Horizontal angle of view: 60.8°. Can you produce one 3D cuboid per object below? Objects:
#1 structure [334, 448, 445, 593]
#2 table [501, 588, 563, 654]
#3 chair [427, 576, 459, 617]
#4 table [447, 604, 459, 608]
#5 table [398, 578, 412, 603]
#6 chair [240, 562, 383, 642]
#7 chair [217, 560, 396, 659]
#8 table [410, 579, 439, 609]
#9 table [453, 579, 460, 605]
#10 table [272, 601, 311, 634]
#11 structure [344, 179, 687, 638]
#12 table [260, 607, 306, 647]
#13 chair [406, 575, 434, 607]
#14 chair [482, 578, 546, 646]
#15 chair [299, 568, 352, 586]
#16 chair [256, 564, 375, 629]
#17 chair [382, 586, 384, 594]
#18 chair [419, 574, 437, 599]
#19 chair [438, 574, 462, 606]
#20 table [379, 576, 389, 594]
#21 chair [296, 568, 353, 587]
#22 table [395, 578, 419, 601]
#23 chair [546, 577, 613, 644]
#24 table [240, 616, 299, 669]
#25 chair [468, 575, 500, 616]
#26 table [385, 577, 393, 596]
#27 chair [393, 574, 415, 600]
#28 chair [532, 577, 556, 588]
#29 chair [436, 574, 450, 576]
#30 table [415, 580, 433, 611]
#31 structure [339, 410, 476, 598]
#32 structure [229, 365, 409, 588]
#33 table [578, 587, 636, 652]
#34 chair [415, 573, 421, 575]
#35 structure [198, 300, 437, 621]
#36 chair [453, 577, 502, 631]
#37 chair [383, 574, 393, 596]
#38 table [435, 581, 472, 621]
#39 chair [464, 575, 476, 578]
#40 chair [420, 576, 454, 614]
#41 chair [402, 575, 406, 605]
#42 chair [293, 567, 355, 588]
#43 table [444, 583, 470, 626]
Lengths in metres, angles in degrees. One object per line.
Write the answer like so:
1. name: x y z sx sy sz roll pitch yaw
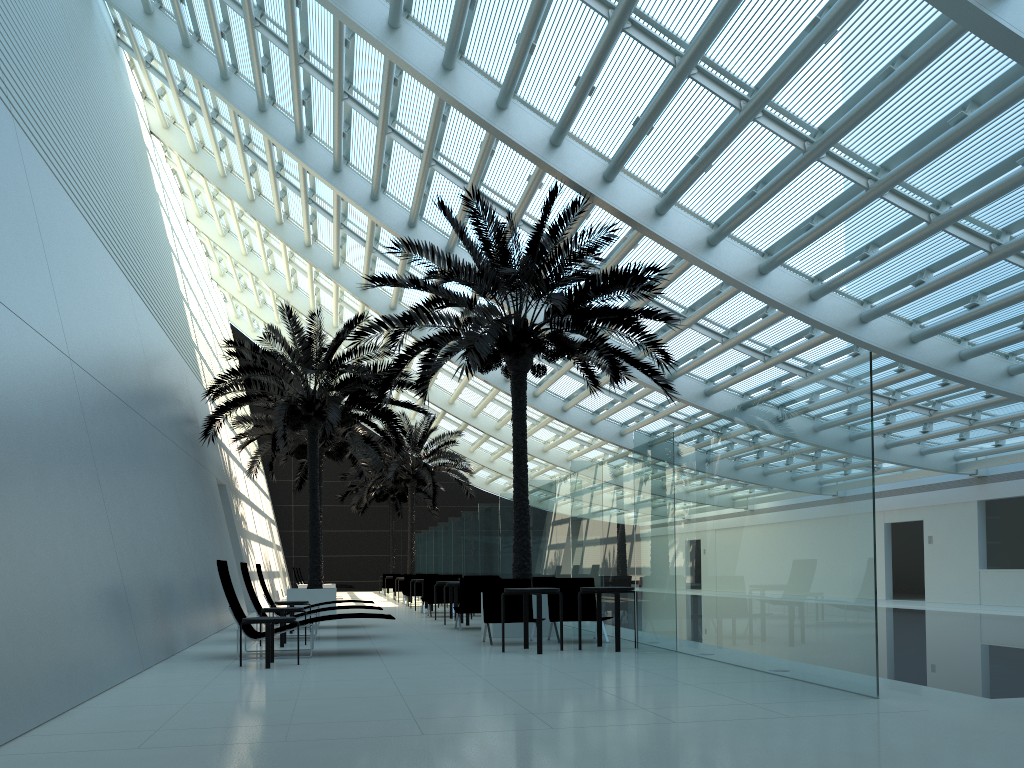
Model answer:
1. structure: -5.404 6.191 40.439 4.472 6.895 4.876 2 -6 -33
2. table: 0.248 2.898 10.704 0.685 0.767 0.687 -5 -8 35
3. chair: -1.447 4.619 18.980 0.716 0.871 0.905 1 -7 -12
4. table: -1.386 5.629 23.465 0.683 0.767 0.689 -4 -7 26
5. table: -3.191 6.482 27.389 0.684 0.767 0.688 -4 -7 31
6. chair: -2.995 3.256 13.153 2.037 1.137 0.939 1 -6 -12
7. chair: -2.473 2.711 10.616 2.037 1.137 0.939 1 -6 -12
8. table: -2.336 5.597 23.270 0.683 0.767 0.689 -4 -7 26
9. table: -1.097 5.318 22.018 0.684 0.767 0.688 -4 -7 31
10. table: -3.652 3.864 14.457 0.557 0.507 0.561 -5 -8 31
11. structure: 0.109 0.409 13.515 4.825 6.897 4.517 -1 -5 7
12. table: -3.131 3.319 11.920 0.557 0.507 0.561 -5 -8 31
13. chair: -2.594 5.818 24.559 0.716 0.871 0.905 1 -7 -12
14. chair: 0.015 3.092 11.868 0.716 0.871 0.905 1 -7 -12
15. chair: -7.455 7.915 34.847 2.037 1.137 0.939 1 -6 -12
16. chair: -3.517 3.801 15.690 2.037 1.137 0.939 1 -6 -12
17. chair: -5.210 8.567 37.358 0.716 0.871 0.905 1 -7 -12
18. chair: -2.812 7.031 30.254 0.716 0.871 0.905 1 -7 -12
19. chair: -1.680 5.848 24.746 0.716 0.871 0.905 1 -7 -12
20. table: -5.478 8.871 38.511 0.685 0.767 0.687 -5 -8 35
21. chair: -6.917 7.353 32.231 2.037 1.137 0.939 1 -6 -12
22. table: -3.473 6.785 28.802 0.683 0.767 0.689 -4 -7 26
23. chair: 0.929 3.123 12.055 0.716 0.871 0.905 1 -7 -12
24. table: -2.609 2.774 9.382 0.557 0.507 0.561 -5 -8 31
25. chair: -0.534 4.650 19.168 0.716 0.871 0.905 1 -7 -12
26. table: -4.622 7.986 34.392 0.683 0.767 0.689 -4 -7 26
27. chair: -3.726 7.001 30.066 0.716 0.871 0.905 1 -7 -12
28. chair: 0.309 3.785 15.142 0.716 0.871 0.905 1 -7 -12
29. chair: -2.010 6.209 26.424 0.716 0.871 0.905 1 -7 -12
30. table: -2.047 5.286 21.822 0.684 0.767 0.688 -4 -7 31
31. structure: -3.778 4.465 32.399 4.827 6.896 4.516 1 -5 -18
32. structure: -5.562 2.843 24.396 4.303 6.772 4.697 -2 -5 22
33. table: 1.197 2.930 10.900 0.685 0.767 0.687 -5 -8 35
34. chair: -3.967 8.237 35.868 0.716 0.871 0.905 1 -7 -12
35. structure: -4.144 1.608 18.517 4.659 6.713 4.337 3 -6 -33
36. chair: -0.605 3.755 14.954 0.716 0.871 0.905 1 -7 -12
37. chair: -4.880 8.207 35.680 0.716 0.871 0.905 1 -7 -12
38. table: -1.191 4.401 17.704 0.683 0.767 0.689 -4 -7 26
39. chair: -0.866 5.013 20.857 0.716 0.871 0.905 1 -7 -12
40. chair: -1.779 4.982 20.669 0.716 0.871 0.905 1 -7 -12
41. chair: -2.924 6.178 26.236 0.716 0.871 0.905 1 -7 -12
42. chair: -6.395 6.808 29.693 2.037 1.137 0.939 1 -6 -12
43. table: -0.872 4.059 16.107 0.684 0.767 0.688 -4 -7 31
